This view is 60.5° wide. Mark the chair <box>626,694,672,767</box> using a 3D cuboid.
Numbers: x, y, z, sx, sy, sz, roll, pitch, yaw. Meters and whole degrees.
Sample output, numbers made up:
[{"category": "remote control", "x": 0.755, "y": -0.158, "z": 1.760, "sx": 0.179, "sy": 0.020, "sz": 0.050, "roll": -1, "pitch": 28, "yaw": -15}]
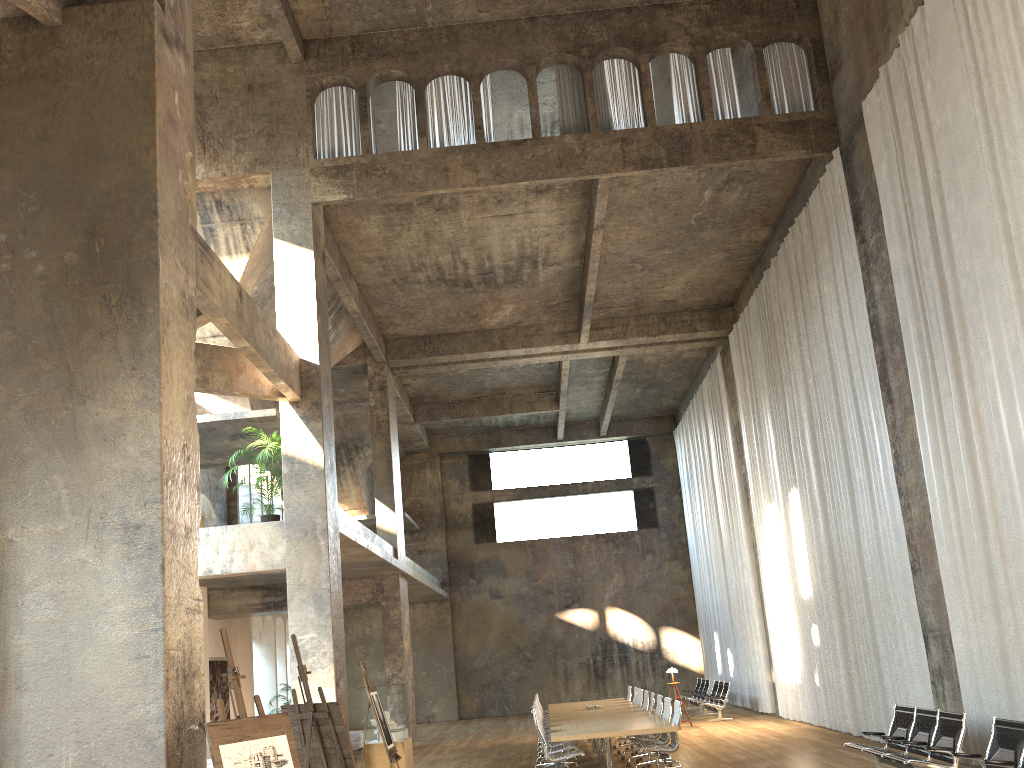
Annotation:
[{"category": "chair", "x": 2.062, "y": 5.341, "z": 13.551, "sx": 0.700, "sy": 0.998, "sz": 0.683, "roll": -6, "pitch": -13, "yaw": 6}]

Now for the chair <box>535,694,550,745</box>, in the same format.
[{"category": "chair", "x": 0.826, "y": 6.832, "z": 17.958, "sx": 0.700, "sy": 0.998, "sz": 0.683, "roll": -6, "pitch": -13, "yaw": 6}]

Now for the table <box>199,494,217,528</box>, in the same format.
[{"category": "table", "x": -5.677, "y": 2.140, "z": 13.974, "sx": 1.749, "sy": 0.781, "sz": 1.148, "roll": -5, "pitch": -15, "yaw": 1}]

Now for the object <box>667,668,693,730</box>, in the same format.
[{"category": "object", "x": 3.466, "y": 6.841, "z": 19.124, "sx": 0.578, "sy": 1.263, "sz": 0.667, "roll": -13, "pitch": -14, "yaw": 33}]

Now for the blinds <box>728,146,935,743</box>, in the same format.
[{"category": "blinds", "x": 5.254, "y": 1.834, "z": 15.838, "sx": 0.275, "sy": 8.413, "sz": 8.049, "roll": -5, "pitch": -14, "yaw": 1}]

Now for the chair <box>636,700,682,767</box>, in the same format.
[{"category": "chair", "x": -0.829, "y": 5.056, "z": 11.830, "sx": 12.952, "sy": 1.004, "sz": 32.424, "roll": -5, "pitch": -17, "yaw": 1}]

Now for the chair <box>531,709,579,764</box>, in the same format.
[{"category": "chair", "x": 0.634, "y": 5.167, "z": 12.606, "sx": 0.701, "sy": 0.998, "sz": 0.682, "roll": -7, "pitch": -13, "yaw": 9}]

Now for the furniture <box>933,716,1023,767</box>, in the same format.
[{"category": "furniture", "x": 4.248, "y": 3.312, "z": 7.395, "sx": 0.708, "sy": 0.818, "sz": 1.926, "roll": -5, "pitch": -16, "yaw": 1}]

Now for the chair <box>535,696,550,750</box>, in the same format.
[{"category": "chair", "x": 0.789, "y": 6.541, "z": 17.024, "sx": 0.700, "sy": 0.998, "sz": 0.683, "roll": -6, "pitch": -13, "yaw": 4}]

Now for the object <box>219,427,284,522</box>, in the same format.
[{"category": "object", "x": -3.780, "y": 1.451, "z": 13.936, "sx": 1.404, "sy": 1.761, "sz": 1.392, "roll": -7, "pitch": -13, "yaw": 7}]

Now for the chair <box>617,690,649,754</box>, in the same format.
[{"category": "chair", "x": 2.125, "y": 5.886, "z": 15.303, "sx": 0.700, "sy": 0.998, "sz": 0.683, "roll": -6, "pitch": -13, "yaw": 6}]

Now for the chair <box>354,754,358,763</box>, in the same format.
[{"category": "chair", "x": -2.050, "y": 4.454, "z": 9.384, "sx": 0.820, "sy": 0.869, "sz": 0.751, "roll": -4, "pitch": -13, "yaw": -3}]

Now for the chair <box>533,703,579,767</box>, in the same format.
[{"category": "chair", "x": 0.695, "y": 5.715, "z": 14.368, "sx": 0.700, "sy": 0.998, "sz": 0.683, "roll": -6, "pitch": -13, "yaw": 6}]

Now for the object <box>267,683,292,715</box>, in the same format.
[{"category": "object", "x": -5.402, "y": 8.240, "z": 22.040, "sx": 1.404, "sy": 1.765, "sz": 1.392, "roll": -7, "pitch": -13, "yaw": 7}]

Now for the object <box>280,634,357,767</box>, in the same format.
[{"category": "object", "x": -1.605, "y": 3.144, "z": 7.279, "sx": 0.711, "sy": 2.090, "sz": 0.693, "roll": -12, "pitch": -13, "yaw": 32}]

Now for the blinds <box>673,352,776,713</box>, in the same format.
[{"category": "blinds", "x": 5.565, "y": 4.489, "z": 24.377, "sx": 0.275, "sy": 8.413, "sz": 8.052, "roll": -5, "pitch": -14, "yaw": 0}]

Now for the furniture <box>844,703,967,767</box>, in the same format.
[{"category": "furniture", "x": 4.333, "y": 4.043, "z": 9.747, "sx": 0.708, "sy": 0.818, "sz": 1.926, "roll": -5, "pitch": -16, "yaw": 1}]

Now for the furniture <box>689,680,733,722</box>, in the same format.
[{"category": "furniture", "x": 4.679, "y": 7.485, "z": 20.802, "sx": 0.708, "sy": 0.818, "sz": 1.926, "roll": -5, "pitch": -16, "yaw": 1}]

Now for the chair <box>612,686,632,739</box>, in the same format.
[{"category": "chair", "x": 2.180, "y": 6.702, "z": 17.917, "sx": 0.700, "sy": 0.998, "sz": 0.683, "roll": -6, "pitch": -13, "yaw": 6}]

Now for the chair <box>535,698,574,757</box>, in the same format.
[{"category": "chair", "x": 0.759, "y": 6.260, "z": 16.120, "sx": 0.700, "sy": 0.998, "sz": 0.683, "roll": -6, "pitch": -13, "yaw": 6}]

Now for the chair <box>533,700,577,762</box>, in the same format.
[{"category": "chair", "x": 0.729, "y": 5.985, "z": 15.235, "sx": 0.701, "sy": 0.998, "sz": 0.682, "roll": -7, "pitch": -13, "yaw": 9}]

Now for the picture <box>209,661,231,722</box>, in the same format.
[{"category": "picture", "x": -6.682, "y": 7.167, "z": 19.929, "sx": 0.069, "sy": 1.723, "sz": 1.545, "roll": -5, "pitch": -13, "yaw": 0}]

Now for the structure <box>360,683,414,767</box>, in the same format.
[{"category": "structure", "x": -1.850, "y": 5.277, "z": 13.120, "sx": 0.594, "sy": 1.507, "sz": 0.763, "roll": -5, "pitch": -12, "yaw": 1}]

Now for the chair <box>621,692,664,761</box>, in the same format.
[{"category": "chair", "x": 2.091, "y": 5.617, "z": 14.436, "sx": 0.701, "sy": 0.998, "sz": 0.682, "roll": -7, "pitch": -13, "yaw": 9}]

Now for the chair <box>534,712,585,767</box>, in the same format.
[{"category": "chair", "x": 0.638, "y": 4.899, "z": 11.754, "sx": 0.700, "sy": 0.998, "sz": 0.683, "roll": -6, "pitch": -13, "yaw": 6}]

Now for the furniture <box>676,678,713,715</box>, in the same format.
[{"category": "furniture", "x": 4.765, "y": 8.216, "z": 23.153, "sx": 0.708, "sy": 0.818, "sz": 1.926, "roll": -5, "pitch": -16, "yaw": 1}]

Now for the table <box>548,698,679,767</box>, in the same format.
[{"category": "table", "x": 1.456, "y": 5.901, "z": 14.744, "sx": 1.601, "sy": 0.738, "sz": 7.939, "roll": -5, "pitch": -17, "yaw": 1}]

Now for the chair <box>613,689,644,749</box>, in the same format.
[{"category": "chair", "x": 2.147, "y": 6.173, "z": 16.222, "sx": 0.699, "sy": 0.998, "sz": 0.684, "roll": -5, "pitch": -13, "yaw": 0}]

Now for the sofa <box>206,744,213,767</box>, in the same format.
[{"category": "sofa", "x": -4.690, "y": 6.982, "z": 16.442, "sx": 2.064, "sy": 0.702, "sz": 3.014, "roll": -5, "pitch": -17, "yaw": 1}]

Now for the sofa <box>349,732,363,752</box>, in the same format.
[{"category": "sofa", "x": -4.541, "y": 8.270, "z": 20.580, "sx": 2.067, "sy": 0.702, "sz": 1.102, "roll": -5, "pitch": -15, "yaw": 1}]

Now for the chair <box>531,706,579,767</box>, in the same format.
[{"category": "chair", "x": 0.656, "y": 5.430, "z": 13.449, "sx": 0.699, "sy": 0.998, "sz": 0.684, "roll": -5, "pitch": -13, "yaw": 0}]

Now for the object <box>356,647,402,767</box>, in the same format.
[{"category": "object", "x": -1.884, "y": 4.742, "z": 12.289, "sx": 0.684, "sy": 2.090, "sz": 0.719, "roll": -5, "pitch": -11, "yaw": 0}]

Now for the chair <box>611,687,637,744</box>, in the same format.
[{"category": "chair", "x": 2.178, "y": 6.435, "z": 17.065, "sx": 0.701, "sy": 0.998, "sz": 0.682, "roll": -7, "pitch": -13, "yaw": 9}]

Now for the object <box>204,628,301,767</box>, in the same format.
[{"category": "object", "x": -1.567, "y": 2.556, "z": 5.416, "sx": 0.691, "sy": 2.090, "sz": 0.712, "roll": -11, "pitch": -12, "yaw": 26}]

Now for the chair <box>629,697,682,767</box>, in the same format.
[{"category": "chair", "x": 2.031, "y": 5.060, "z": 12.647, "sx": 0.700, "sy": 0.998, "sz": 0.683, "roll": -6, "pitch": -13, "yaw": 4}]

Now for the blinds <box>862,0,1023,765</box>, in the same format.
[{"category": "blinds", "x": 4.945, "y": -0.813, "z": 7.325, "sx": 0.275, "sy": 8.413, "sz": 8.049, "roll": -5, "pitch": -14, "yaw": 1}]
